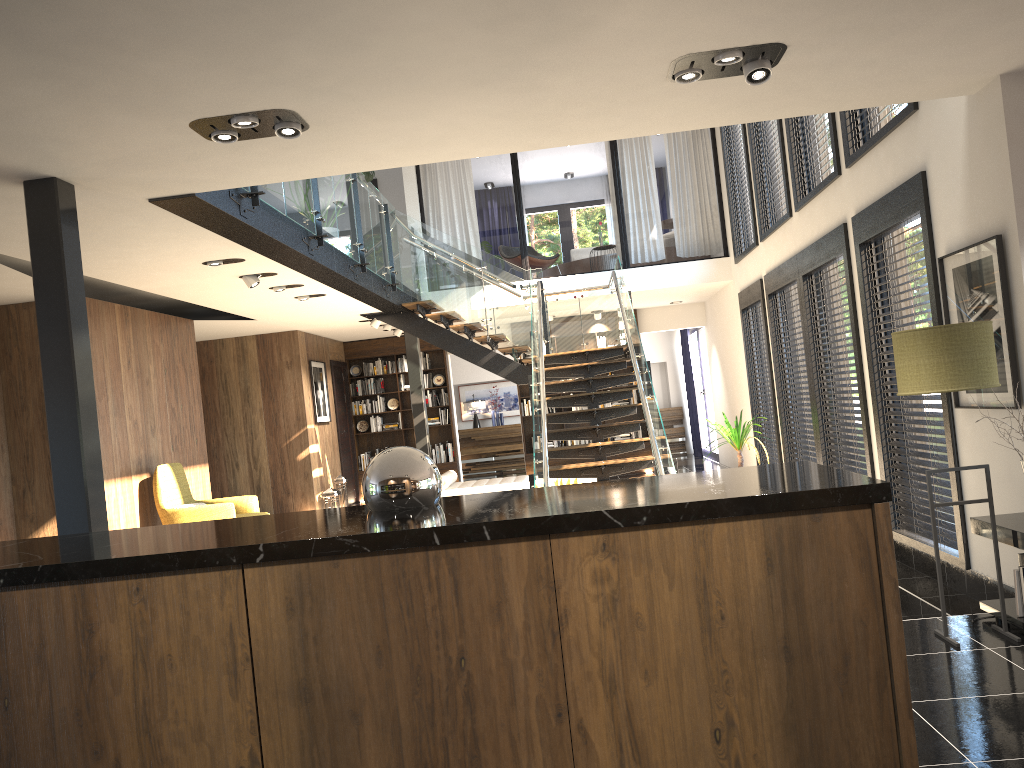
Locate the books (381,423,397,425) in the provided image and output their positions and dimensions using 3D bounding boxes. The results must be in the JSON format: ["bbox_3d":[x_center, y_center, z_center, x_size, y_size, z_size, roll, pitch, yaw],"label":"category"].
[{"bbox_3d":[-2.044,0.670,14.927,0.292,0.013,0.187,-6,-2,6],"label":"books"}]

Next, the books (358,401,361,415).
[{"bbox_3d":[-2.570,0.402,15.010,0.018,0.232,0.123,-6,-1,4],"label":"books"}]

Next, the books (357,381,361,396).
[{"bbox_3d":[-2.561,0.071,14.972,0.035,0.255,0.183,-6,-1,4],"label":"books"}]

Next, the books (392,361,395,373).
[{"bbox_3d":[-1.977,-0.281,14.930,0.023,0.202,0.201,-6,-1,4],"label":"books"}]

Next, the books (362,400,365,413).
[{"bbox_3d":[-2.497,0.392,15.000,0.019,0.236,0.139,-6,-1,4],"label":"books"}]

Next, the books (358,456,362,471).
[{"bbox_3d":[-2.554,1.338,14.998,0.032,0.261,0.194,-6,-1,4],"label":"books"}]

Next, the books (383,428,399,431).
[{"bbox_3d":[-2.033,0.762,14.943,0.262,0.032,0.154,-6,-2,6],"label":"books"}]

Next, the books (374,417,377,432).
[{"bbox_3d":[-2.294,0.684,14.968,0.032,0.245,0.120,-6,-1,4],"label":"books"}]

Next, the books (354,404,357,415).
[{"bbox_3d":[-2.622,0.427,14.996,0.045,0.192,0.164,-6,-1,4],"label":"books"}]

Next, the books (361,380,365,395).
[{"bbox_3d":[-2.509,0.063,14.970,0.027,0.260,0.181,-6,-1,4],"label":"books"}]

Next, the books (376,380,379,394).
[{"bbox_3d":[-2.256,0.051,14.961,0.014,0.230,0.172,-6,-1,4],"label":"books"}]

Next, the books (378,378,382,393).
[{"bbox_3d":[-2.214,0.030,14.968,0.025,0.263,0.147,-6,-1,4],"label":"books"}]

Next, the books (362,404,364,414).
[{"bbox_3d":[-2.514,0.408,15.008,0.018,0.208,0.126,-6,-1,4],"label":"books"}]

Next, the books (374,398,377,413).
[{"bbox_3d":[-2.289,0.365,14.964,0.020,0.243,0.154,-6,-1,4],"label":"books"}]

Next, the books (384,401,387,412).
[{"bbox_3d":[-2.137,0.380,14.955,0.015,0.181,0.136,-6,-1,4],"label":"books"}]

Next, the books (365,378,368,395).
[{"bbox_3d":[-2.450,0.043,14.976,0.015,0.287,0.154,-6,-1,4],"label":"books"}]

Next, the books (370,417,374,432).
[{"bbox_3d":[-2.345,0.682,14.935,0.026,0.257,0.192,-6,-1,4],"label":"books"}]

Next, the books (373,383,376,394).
[{"bbox_3d":[-2.302,0.076,14.940,0.025,0.188,0.181,-6,-1,4],"label":"books"}]

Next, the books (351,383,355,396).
[{"bbox_3d":[-2.678,0.096,14.987,0.023,0.231,0.143,-6,-1,4],"label":"books"}]

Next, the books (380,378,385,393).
[{"bbox_3d":[-2.184,0.025,14.966,0.035,0.266,0.133,-6,-1,4],"label":"books"}]

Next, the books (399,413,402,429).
[{"bbox_3d":[-1.859,0.615,14.907,0.018,0.286,0.157,-6,-1,4],"label":"books"}]

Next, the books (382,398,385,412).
[{"bbox_3d":[-2.158,0.350,14.967,0.023,0.244,0.133,-6,-1,4],"label":"books"}]

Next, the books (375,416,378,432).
[{"bbox_3d":[-2.268,0.671,14.960,0.024,0.265,0.148,-6,-1,4],"label":"books"}]

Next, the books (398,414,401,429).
[{"bbox_3d":[-1.881,0.631,14.934,0.032,0.261,0.157,-6,-1,4],"label":"books"}]

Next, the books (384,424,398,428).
[{"bbox_3d":[-2.039,0.709,14.946,0.244,0.033,0.142,-6,-2,0],"label":"books"}]

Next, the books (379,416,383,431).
[{"bbox_3d":[-2.208,0.671,14.966,0.030,0.253,0.138,-6,-1,4],"label":"books"}]

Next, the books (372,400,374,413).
[{"bbox_3d":[-2.339,0.384,14.975,0.053,0.216,0.151,-6,-1,4],"label":"books"}]

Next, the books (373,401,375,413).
[{"bbox_3d":[-2.307,0.385,14.938,0.016,0.205,0.204,-6,-1,4],"label":"books"}]

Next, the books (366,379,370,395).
[{"bbox_3d":[-2.415,0.051,14.952,0.019,0.264,0.175,-6,-1,4],"label":"books"}]

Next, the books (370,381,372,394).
[{"bbox_3d":[-2.358,0.067,14.971,0.024,0.220,0.123,-6,-1,4],"label":"books"}]

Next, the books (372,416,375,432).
[{"bbox_3d":[-2.322,0.671,14.944,0.018,0.275,0.144,-6,-1,4],"label":"books"}]

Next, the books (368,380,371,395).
[{"bbox_3d":[-2.387,0.053,14.976,0.032,0.255,0.160,-6,-1,4],"label":"books"}]

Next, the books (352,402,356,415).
[{"bbox_3d":[-2.661,0.415,15.005,0.030,0.224,0.166,-6,-1,4],"label":"books"}]

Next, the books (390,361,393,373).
[{"bbox_3d":[-2.007,-0.283,14.946,0.039,0.212,0.172,-6,-1,4],"label":"books"}]

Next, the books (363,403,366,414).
[{"bbox_3d":[-2.469,0.416,14.970,0.035,0.180,0.165,-6,-1,4],"label":"books"}]

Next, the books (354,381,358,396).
[{"bbox_3d":[-2.634,0.080,15.003,0.066,0.255,0.127,-6,-1,4],"label":"books"}]

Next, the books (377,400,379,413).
[{"bbox_3d":[-2.238,0.374,14.973,0.027,0.214,0.159,-6,-1,4],"label":"books"}]

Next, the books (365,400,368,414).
[{"bbox_3d":[-2.436,0.385,14.982,0.036,0.235,0.169,-6,-1,4],"label":"books"}]

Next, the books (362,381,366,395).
[{"bbox_3d":[-2.477,0.068,14.947,0.039,0.243,0.179,-6,-1,4],"label":"books"}]

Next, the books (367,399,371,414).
[{"bbox_3d":[-2.407,0.380,14.960,0.026,0.237,0.164,-6,-1,4],"label":"books"}]

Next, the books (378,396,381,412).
[{"bbox_3d":[-2.222,0.336,14.948,0.018,0.284,0.198,-6,-1,4],"label":"books"}]

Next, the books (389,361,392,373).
[{"bbox_3d":[-2.040,-0.279,14.956,0.027,0.212,0.180,-6,-1,4],"label":"books"}]

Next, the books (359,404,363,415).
[{"bbox_3d":[-2.541,0.430,14.989,0.037,0.169,0.148,-6,-1,4],"label":"books"}]

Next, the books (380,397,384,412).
[{"bbox_3d":[-2.182,0.344,14.947,0.021,0.260,0.197,-6,-1,4],"label":"books"}]

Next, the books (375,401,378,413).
[{"bbox_3d":[-2.265,0.387,14.950,0.025,0.193,0.172,-6,-1,4],"label":"books"}]

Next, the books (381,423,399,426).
[{"bbox_3d":[-2.043,0.685,14.935,0.293,0.016,0.174,-6,-2,3],"label":"books"}]

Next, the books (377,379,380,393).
[{"bbox_3d":[-2.237,0.043,14.964,0.024,0.242,0.144,-6,-1,4],"label":"books"}]

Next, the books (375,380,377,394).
[{"bbox_3d":[-2.276,0.049,14.975,0.028,0.240,0.148,-6,-1,4],"label":"books"}]

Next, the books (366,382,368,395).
[{"bbox_3d":[-2.432,0.057,14.972,0.018,0.256,0.172,-6,-1,4],"label":"books"}]

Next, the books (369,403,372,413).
[{"bbox_3d":[-2.377,0.412,14.970,0.026,0.167,0.173,-6,-1,4],"label":"books"}]

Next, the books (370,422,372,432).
[{"bbox_3d":[-2.366,0.682,14.973,0.020,0.264,0.152,-6,-1,4],"label":"books"}]

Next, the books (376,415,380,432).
[{"bbox_3d":[-2.242,0.661,14.951,0.032,0.279,0.133,-6,-1,4],"label":"books"}]

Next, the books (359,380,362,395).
[{"bbox_3d":[-2.534,0.062,14.966,0.022,0.267,0.198,-6,-1,4],"label":"books"}]

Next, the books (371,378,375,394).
[{"bbox_3d":[-2.334,0.038,14.955,0.033,0.273,0.189,-6,-1,4],"label":"books"}]

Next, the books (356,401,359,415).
[{"bbox_3d":[-2.594,0.401,14.965,0.022,0.235,0.194,-6,-1,4],"label":"books"}]

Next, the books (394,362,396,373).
[{"bbox_3d":[-1.950,-0.279,14.962,0.024,0.194,0.182,-6,-1,4],"label":"books"}]

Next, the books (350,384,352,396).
[{"bbox_3d":[-2.698,0.107,15.007,0.023,0.215,0.148,-6,-1,4],"label":"books"}]

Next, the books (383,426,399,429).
[{"bbox_3d":[-2.036,0.736,14.946,0.266,0.021,0.152,-6,-2,2],"label":"books"}]

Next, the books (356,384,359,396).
[{"bbox_3d":[-2.588,0.100,14.975,0.025,0.204,0.192,-6,-1,4],"label":"books"}]
